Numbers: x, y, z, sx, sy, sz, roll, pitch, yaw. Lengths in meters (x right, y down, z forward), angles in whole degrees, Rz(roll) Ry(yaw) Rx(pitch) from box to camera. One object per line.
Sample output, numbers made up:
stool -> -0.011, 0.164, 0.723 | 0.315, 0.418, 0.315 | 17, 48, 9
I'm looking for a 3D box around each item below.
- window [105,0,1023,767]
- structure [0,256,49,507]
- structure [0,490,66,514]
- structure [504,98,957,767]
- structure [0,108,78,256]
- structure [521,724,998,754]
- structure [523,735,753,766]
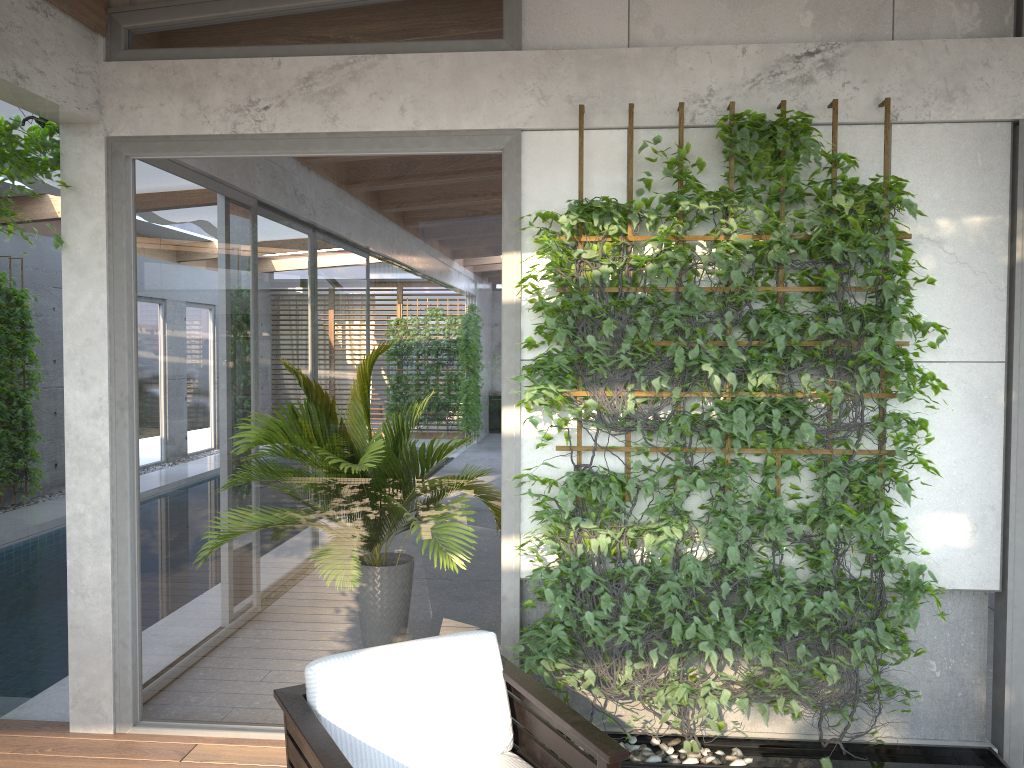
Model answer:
window -> 1.617, -0.557, 11.465 | 14.294, 3.764, 23.280 | 0, 2, 5
structure -> -2.978, -0.160, 12.815 | 2.739, 2.687, 10.282 | 1, 2, 22
structure -> -5.511, 1.346, 10.071 | 0.477, 0.068, 13.673 | 0, 2, 5
structure -> 0.878, 0.206, 3.592 | 1.851, 2.669, 0.500 | 0, 2, 6
structure -> -2.286, -1.442, 3.806 | 0.918, 2.054, 1.822 | 0, 2, 2
structure -> 1.108, 1.284, 4.845 | 2.012, 0.595, 2.203 | 0, 2, 5
structure -> 0.502, 1.494, 3.622 | 0.928, 0.044, 0.231 | 0, 2, 5
